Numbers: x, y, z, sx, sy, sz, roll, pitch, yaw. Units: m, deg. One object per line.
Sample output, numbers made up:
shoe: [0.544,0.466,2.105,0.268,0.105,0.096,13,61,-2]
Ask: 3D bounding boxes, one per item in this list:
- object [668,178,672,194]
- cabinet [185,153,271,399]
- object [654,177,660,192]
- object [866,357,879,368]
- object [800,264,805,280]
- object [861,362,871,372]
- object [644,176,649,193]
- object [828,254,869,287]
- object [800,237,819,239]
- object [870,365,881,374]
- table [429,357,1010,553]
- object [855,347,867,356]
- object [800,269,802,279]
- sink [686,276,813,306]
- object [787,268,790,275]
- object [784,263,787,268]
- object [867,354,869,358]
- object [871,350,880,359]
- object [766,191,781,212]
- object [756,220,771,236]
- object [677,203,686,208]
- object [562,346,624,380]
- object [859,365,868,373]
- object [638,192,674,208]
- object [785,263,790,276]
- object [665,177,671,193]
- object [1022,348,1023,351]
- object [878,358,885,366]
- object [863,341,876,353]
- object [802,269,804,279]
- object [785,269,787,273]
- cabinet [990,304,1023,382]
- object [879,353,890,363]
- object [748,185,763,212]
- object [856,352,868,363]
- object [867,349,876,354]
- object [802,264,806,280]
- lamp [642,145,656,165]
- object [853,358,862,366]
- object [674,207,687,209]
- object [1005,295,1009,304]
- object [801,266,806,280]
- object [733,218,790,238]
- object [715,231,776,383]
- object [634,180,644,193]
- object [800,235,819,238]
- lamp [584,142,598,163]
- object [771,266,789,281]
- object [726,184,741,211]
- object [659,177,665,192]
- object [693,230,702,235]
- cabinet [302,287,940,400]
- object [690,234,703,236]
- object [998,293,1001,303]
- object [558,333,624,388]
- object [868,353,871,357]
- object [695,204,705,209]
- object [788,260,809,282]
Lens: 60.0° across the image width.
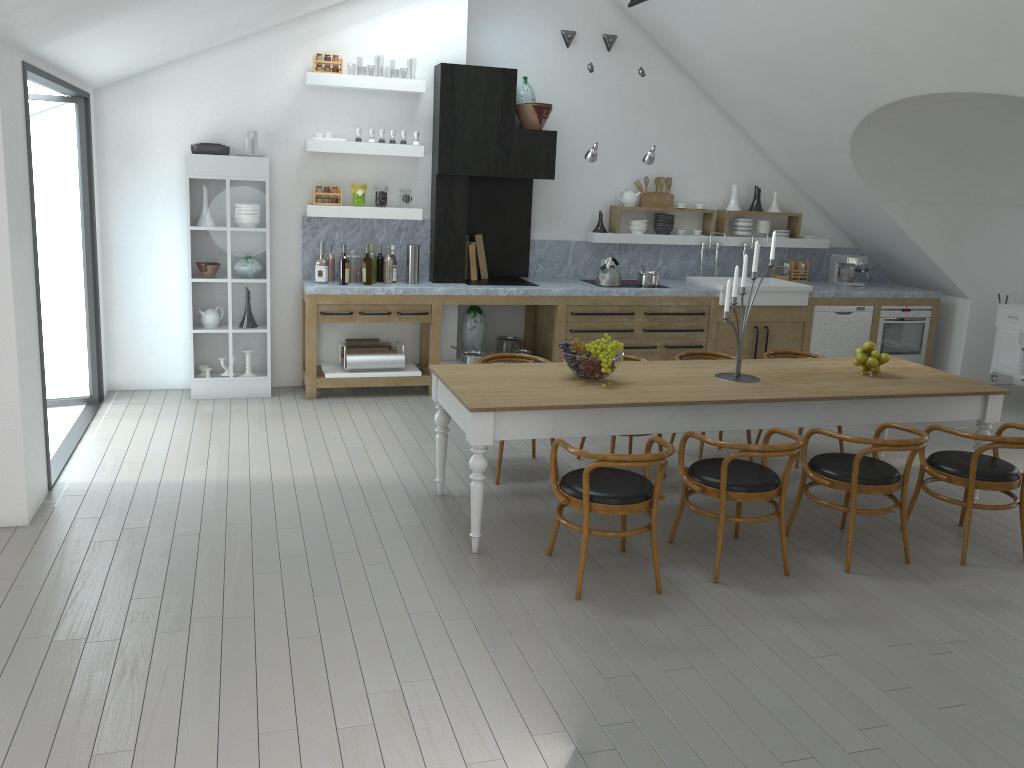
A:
object: [1.598,-1.952,9.027,0.057,0.292,0.030,-1,12,-17]
cabinet: [-2.360,-0.890,7.414,0.642,1.978,0.363,-1,12,-17]
object: [1.469,-1.949,8.987,0.061,0.297,0.040,-1,12,-19]
object: [2.239,-0.135,5.508,0.071,0.072,0.071,12,15,36]
object: [3.130,-1.202,9.545,0.040,0.191,0.042,10,14,32]
object: [2.253,-0.117,5.620,0.080,0.073,0.078,9,14,27]
object: [1.355,-1.947,8.953,0.055,0.297,0.028,-1,12,-17]
object: [3.617,-1.197,9.399,0.324,0.318,0.389,-1,13,-17]
object: [3.201,-1.575,9.565,0.213,0.025,0.214,-5,15,-29]
object: [2.279,-0.093,5.554,0.064,0.063,0.064,1,12,-6]
table: [1.230,0.350,5.391,3.349,0.794,1.024,-1,13,-17]
object: [2.203,-0.196,5.602,0.066,0.071,0.073,13,16,41]
object: [3.128,-1.206,9.575,0.018,0.195,0.023,1,12,-10]
sink: [2.359,-0.930,8.880,1.021,0.201,0.731,-1,13,-17]
object: [2.946,-1.182,9.477,0.019,0.177,0.044,-5,14,-32]
object: [2.923,-1.203,9.510,0.040,0.191,0.042,7,12,20]
object: [2.244,-0.175,5.648,0.062,0.059,0.062,0,13,-13]
object: [2.264,-0.183,5.523,0.053,0.057,0.058,2,12,-3]
object: [2.780,-1.928,9.374,0.156,0.217,0.156,-6,15,-35]
object: [2.646,-1.643,9.342,0.158,0.159,0.155,5,12,11]
object: [1.733,-1.823,9.070,0.098,0.048,0.099,-2,13,-19]
object: [0.462,-0.109,5.118,0.360,0.158,0.361,-7,16,-36]
object: [2.211,-0.092,5.570,0.051,0.050,0.050,0,13,-13]
object: [1.468,-1.870,8.993,0.353,0.157,0.085,-1,12,-17]
object: [2.937,-1.192,9.464,0.040,0.191,0.042,7,12,19]
object: [1.568,-1.947,9.000,0.068,0.296,0.039,-1,12,-17]
object: [5.073,-0.331,8.583,0.317,0.084,0.082,-1,13,-16]
object: [2.316,-0.153,5.581,0.076,0.076,0.077,13,16,39]
object: [2.243,-0.233,5.562,0.072,0.074,0.073,-1,13,-17]
object: [3.140,-1.201,9.559,0.018,0.195,0.020,4,11,5]
object: [2.931,-1.193,9.482,0.018,0.195,0.023,-2,12,-22]
cabinet: [5.184,-0.309,8.545,0.497,0.784,1.141,-1,13,-17]
object: [2.319,-0.163,5.520,0.063,0.063,0.062,11,15,34]
object: [2.569,-1.944,9.295,0.156,0.266,0.157,0,12,-13]
object: [2.187,-0.164,5.536,0.072,0.063,0.071,-3,13,-23]
object: [2.281,-0.216,5.638,0.062,0.059,0.062,-1,13,-16]
object: [3.148,-1.203,9.565,0.022,0.195,0.019,-1,12,-16]
lamp: [1.261,-2.080,8.059,0.112,0.175,0.170,-3,13,-24]
object: [2.182,-0.140,5.597,0.059,0.055,0.060,-2,13,-22]
object: [1.732,-1.800,9.074,0.164,0.012,0.165,3,13,0]
object: [4.961,-0.768,8.915,0.029,0.267,0.089,4,12,9]
object: [3.152,-1.198,9.586,0.044,0.177,0.020,-7,15,-39]
object: [2.638,-1.646,9.364,0.657,0.195,0.199,-1,13,-17]
object: [1.425,-0.468,5.286,0.776,0.870,0.266,-9,16,-42]
object: [1.320,-1.929,8.943,0.199,0.257,0.016,1,11,-7]
object: [3.201,-1.584,9.564,0.213,0.025,0.214,-5,15,-29]
lamp: [0.706,-2.063,7.895,0.115,0.177,0.165,3,12,1]
object: [2.875,-1.185,9.501,0.173,0.170,0.101,-1,12,-15]
object: [2.316,-1.939,9.221,0.156,0.266,0.157,-4,13,-28]
object: [1.507,-1.945,8.979,0.057,0.297,0.019,-1,12,-17]
object: [1.920,-1.567,9.183,0.098,0.048,0.099,-2,13,-19]
cabinet: [1.217,-0.425,8.793,6.429,1.016,1.010,-1,13,-17]
object: [1.919,-1.544,9.187,0.164,0.012,0.165,3,13,0]
object: [4.945,-0.780,8.966,0.029,0.267,0.088,-8,16,-43]
object: [0.458,-0.164,5.078,0.395,0.282,0.293,12,15,36]
object: [2.276,-0.189,5.590,0.053,0.050,0.053,14,17,43]
object: [1.938,-1.828,9.132,0.098,0.048,0.099,-2,13,-19]
object: [3.086,-1.218,9.570,0.200,0.221,0.104,-1,12,-17]
